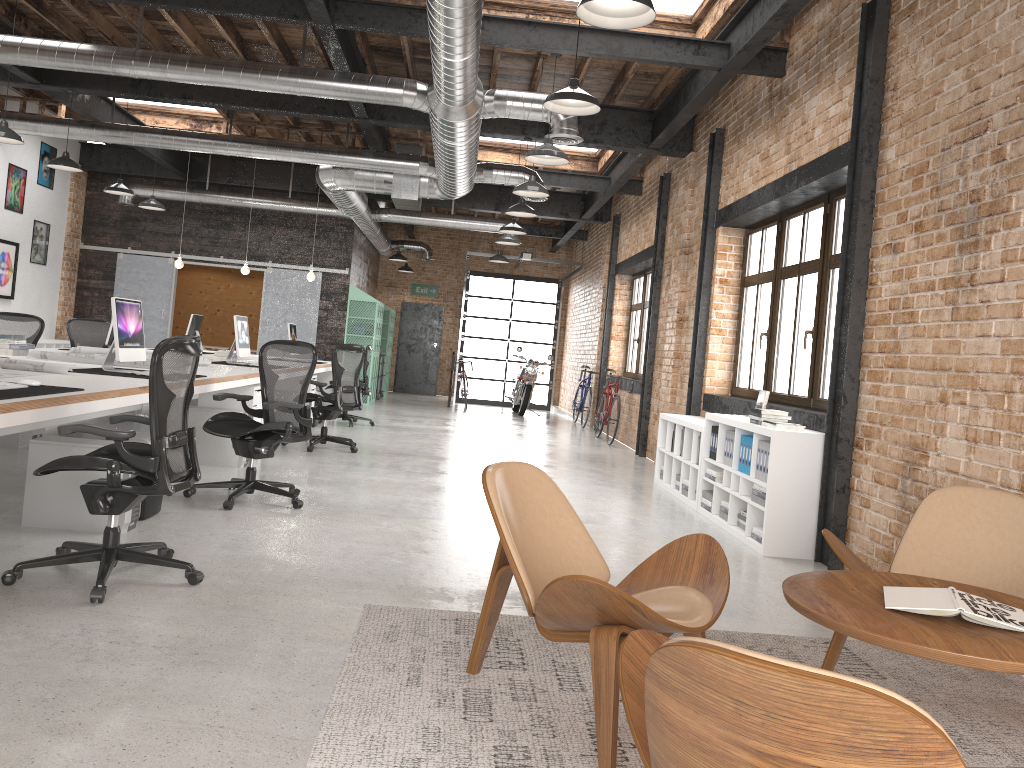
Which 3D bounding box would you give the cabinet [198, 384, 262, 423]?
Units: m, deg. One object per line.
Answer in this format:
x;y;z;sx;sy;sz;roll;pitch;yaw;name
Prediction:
-2.455;0.322;7.694;0.459;0.648;0.387;5;0;-4;cabinet

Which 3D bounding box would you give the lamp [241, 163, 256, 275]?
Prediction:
-3.697;-2.376;12.523;0.123;1.679;0.123;5;-1;-6;lamp

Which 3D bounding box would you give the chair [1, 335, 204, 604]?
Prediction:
-1.704;0.304;3.845;0.791;1.086;0.771;5;0;-20;chair

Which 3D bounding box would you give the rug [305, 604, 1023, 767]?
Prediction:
0.814;1.129;2.395;2.728;0.004;2.998;5;2;-4;rug

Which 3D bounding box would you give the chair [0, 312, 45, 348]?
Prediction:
-5.088;-0.181;8.931;0.768;1.086;0.794;5;0;-35;chair

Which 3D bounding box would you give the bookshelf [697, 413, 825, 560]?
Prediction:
1.773;0.678;6.387;0.400;0.800;1.544;5;1;-4;bookshelf

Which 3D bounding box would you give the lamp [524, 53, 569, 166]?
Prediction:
0.318;-2.220;7.120;0.362;0.857;0.361;5;-1;14;lamp

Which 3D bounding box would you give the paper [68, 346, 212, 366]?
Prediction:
-3.353;-0.255;7.968;0.973;0.105;1.077;4;2;-39;paper

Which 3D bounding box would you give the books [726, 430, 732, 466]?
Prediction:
1.741;0.492;6.658;0.232;0.261;0.062;5;-1;-3;books

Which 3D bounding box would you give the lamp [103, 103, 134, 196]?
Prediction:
-4.922;-3.096;11.240;0.362;1.364;0.361;5;-1;4;lamp

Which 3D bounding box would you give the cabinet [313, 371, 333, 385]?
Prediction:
-2.767;0.118;12.790;0.459;0.648;0.387;5;0;-4;cabinet

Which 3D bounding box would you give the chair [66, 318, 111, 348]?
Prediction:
-5.523;-0.316;11.695;0.794;1.086;0.768;5;0;35;chair

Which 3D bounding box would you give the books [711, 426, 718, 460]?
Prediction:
1.712;0.477;7.018;0.232;0.261;0.062;5;-1;-3;books

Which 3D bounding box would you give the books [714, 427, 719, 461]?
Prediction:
1.716;0.479;6.953;0.232;0.261;0.062;5;-1;-3;books

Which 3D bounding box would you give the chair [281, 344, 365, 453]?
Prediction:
-1.878;0.112;8.975;0.792;1.086;0.770;5;0;5;chair

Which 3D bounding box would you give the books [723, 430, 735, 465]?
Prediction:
1.737;0.489;6.721;0.232;0.261;0.062;5;-1;-3;books

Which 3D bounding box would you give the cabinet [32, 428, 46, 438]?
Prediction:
-4.295;0.157;7.584;0.459;0.648;0.387;5;0;-4;cabinet

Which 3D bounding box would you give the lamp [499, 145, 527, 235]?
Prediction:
0.071;-2.649;11.540;0.362;1.364;0.361;5;-1;4;lamp

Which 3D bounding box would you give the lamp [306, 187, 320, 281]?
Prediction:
-2.782;-2.294;12.578;0.123;1.679;0.123;5;-1;-6;lamp

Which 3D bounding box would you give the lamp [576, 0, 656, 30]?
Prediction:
0.509;-2.096;4.014;0.361;0.857;0.362;5;-1;-26;lamp

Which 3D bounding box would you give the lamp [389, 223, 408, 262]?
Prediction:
-2.104;-3.019;16.862;0.361;1.339;0.362;6;-1;-26;lamp

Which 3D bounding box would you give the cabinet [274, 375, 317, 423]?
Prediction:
-2.636;0.204;10.651;0.459;0.648;0.387;5;0;-4;cabinet

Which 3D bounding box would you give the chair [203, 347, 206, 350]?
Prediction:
-5.869;-0.360;16.555;0.617;0.778;0.581;5;0;-9;chair

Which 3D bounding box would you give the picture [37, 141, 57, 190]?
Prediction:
-7.281;-3.413;13.874;0.018;0.662;0.533;5;0;-4;picture

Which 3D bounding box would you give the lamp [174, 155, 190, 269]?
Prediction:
-4.611;-2.458;12.468;0.123;1.679;0.123;5;-1;-6;lamp

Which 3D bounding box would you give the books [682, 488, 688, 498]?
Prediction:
1.595;0.939;7.602;0.217;0.072;0.290;5;2;-4;books

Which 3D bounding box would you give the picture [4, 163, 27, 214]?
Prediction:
-7.275;-2.860;12.988;0.018;0.662;0.533;5;0;-4;picture

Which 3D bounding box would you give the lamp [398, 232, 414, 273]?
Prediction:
-2.255;-3.118;19.327;0.361;1.339;0.362;6;-1;-26;lamp

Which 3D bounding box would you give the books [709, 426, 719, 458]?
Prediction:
1.708;0.474;7.081;0.232;0.261;0.062;5;-1;-3;books

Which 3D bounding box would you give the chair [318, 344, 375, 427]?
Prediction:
-2.168;-0.010;11.746;0.791;1.086;0.771;5;0;-25;chair

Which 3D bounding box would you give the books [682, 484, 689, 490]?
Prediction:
1.594;0.888;7.595;0.206;0.067;0.275;5;2;-3;books

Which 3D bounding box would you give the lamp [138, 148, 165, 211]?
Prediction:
-5.019;-2.892;12.439;0.362;0.857;0.361;5;-1;14;lamp

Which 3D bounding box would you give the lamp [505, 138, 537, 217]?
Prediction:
0.143;-2.335;9.988;0.362;0.857;0.361;5;-1;19;lamp

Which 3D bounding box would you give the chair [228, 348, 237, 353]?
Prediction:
-5.167;-0.298;16.597;0.617;0.778;0.581;5;0;-9;chair

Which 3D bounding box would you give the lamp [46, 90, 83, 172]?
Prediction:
-4.850;-2.782;9.688;0.362;0.857;0.361;5;0;4;lamp

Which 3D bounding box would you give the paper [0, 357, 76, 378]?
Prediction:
-3.013;-0.114;4.765;0.975;0.105;1.076;5;2;-6;paper

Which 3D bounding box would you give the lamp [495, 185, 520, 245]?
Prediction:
-0.025;-2.445;12.739;0.362;0.857;0.361;5;-1;14;lamp

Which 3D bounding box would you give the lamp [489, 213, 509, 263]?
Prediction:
-0.189;-2.552;15.420;0.361;0.857;0.362;5;-1;-26;lamp

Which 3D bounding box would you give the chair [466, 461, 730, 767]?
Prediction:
0.351;0.692;2.894;0.855;0.753;0.869;5;1;-27;chair

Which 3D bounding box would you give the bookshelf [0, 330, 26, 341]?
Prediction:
-7.256;-0.346;12.122;0.400;0.800;1.544;5;1;-4;bookshelf

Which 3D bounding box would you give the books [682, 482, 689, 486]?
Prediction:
1.600;0.862;7.588;0.219;0.039;0.260;5;2;-3;books

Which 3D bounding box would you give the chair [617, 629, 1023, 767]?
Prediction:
0.527;0.752;1.615;0.865;0.753;0.858;5;1;-27;chair

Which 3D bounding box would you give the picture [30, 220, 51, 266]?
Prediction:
-7.393;-2.209;13.879;0.018;0.662;0.533;5;0;-4;picture

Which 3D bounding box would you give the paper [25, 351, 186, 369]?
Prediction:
-3.021;-0.179;6.594;1.133;0.082;0.083;5;1;-9;paper

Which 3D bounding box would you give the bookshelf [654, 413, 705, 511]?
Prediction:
1.668;0.673;7.936;0.400;0.685;1.544;5;1;-4;bookshelf

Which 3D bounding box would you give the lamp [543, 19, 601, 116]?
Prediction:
0.437;-2.411;5.566;0.362;1.364;0.361;5;-1;14;lamp

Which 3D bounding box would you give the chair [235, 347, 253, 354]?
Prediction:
-5.742;-0.417;18.545;0.617;0.778;0.581;5;0;-9;chair

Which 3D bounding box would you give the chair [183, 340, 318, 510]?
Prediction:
-1.675;0.236;5.904;0.771;1.086;0.791;5;0;20;chair

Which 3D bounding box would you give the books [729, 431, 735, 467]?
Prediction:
1.744;0.494;6.593;0.232;0.261;0.062;5;-1;-3;books

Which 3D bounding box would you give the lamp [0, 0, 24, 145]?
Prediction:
-4.746;-2.982;8.372;0.361;1.364;0.362;5;-1;-11;lamp

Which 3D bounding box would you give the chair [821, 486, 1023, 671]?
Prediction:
1.709;0.802;3.295;0.866;0.753;0.858;5;1;-22;chair

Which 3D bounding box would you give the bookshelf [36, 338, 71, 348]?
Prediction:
-7.356;-0.351;13.663;0.400;0.685;1.544;5;1;-4;bookshelf

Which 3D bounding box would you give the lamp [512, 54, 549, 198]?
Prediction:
0.247;-2.535;8.672;0.361;1.364;0.362;6;-1;-31;lamp

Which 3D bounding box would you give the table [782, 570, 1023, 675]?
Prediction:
1.135;0.875;2.387;0.825;0.570;0.827;5;1;-15;table

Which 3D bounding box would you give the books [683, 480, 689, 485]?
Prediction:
1.601;0.844;7.584;0.214;0.052;0.252;5;2;-3;books

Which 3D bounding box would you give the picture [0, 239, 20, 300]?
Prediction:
-7.357;-1.658;12.812;0.054;0.842;0.677;5;0;-4;picture
